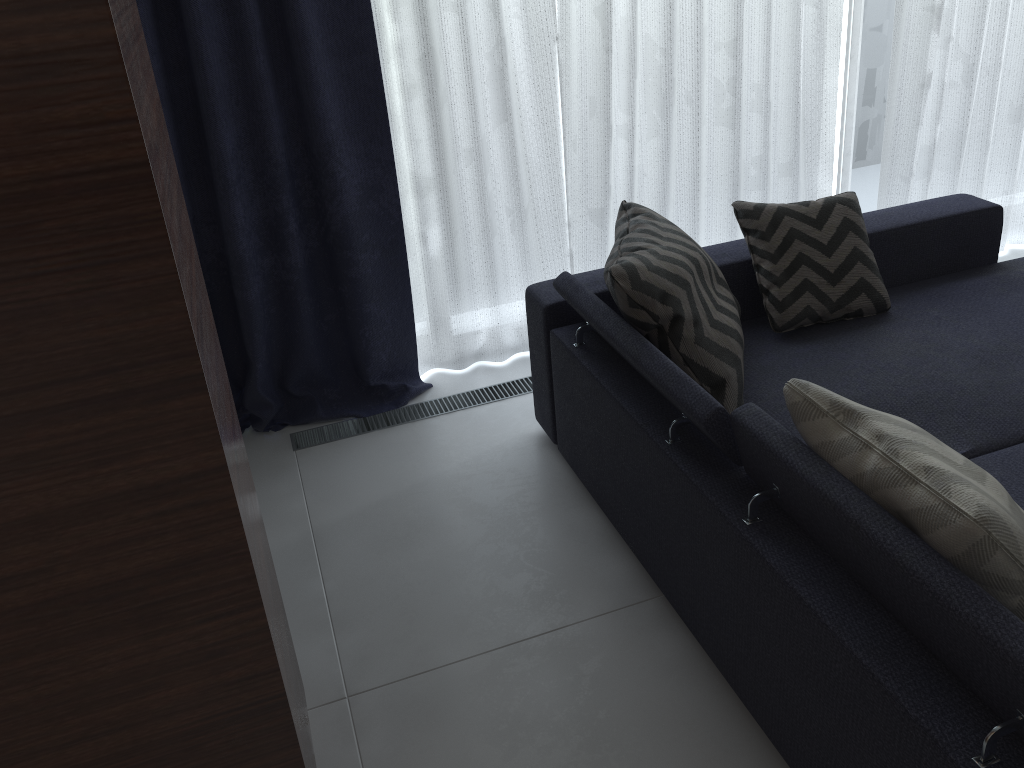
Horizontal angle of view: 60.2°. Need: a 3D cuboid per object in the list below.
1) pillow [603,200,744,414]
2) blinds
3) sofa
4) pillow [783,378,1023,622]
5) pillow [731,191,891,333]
[{"bbox_3d":[0.437,-0.171,2.356,0.355,0.501,0.619,1,27,12],"label":"pillow"},{"bbox_3d":[2.096,-0.442,0.729,7.158,2.681,5.984,-11,28,-12],"label":"blinds"},{"bbox_3d":[1.405,0.288,1.702,1.908,0.588,2.960,-13,29,-14],"label":"sofa"},{"bbox_3d":[0.735,0.221,1.535,0.344,0.375,0.510,-13,28,-14],"label":"pillow"},{"bbox_3d":[0.903,-0.374,2.633,0.416,0.333,0.295,-11,27,-11],"label":"pillow"}]
